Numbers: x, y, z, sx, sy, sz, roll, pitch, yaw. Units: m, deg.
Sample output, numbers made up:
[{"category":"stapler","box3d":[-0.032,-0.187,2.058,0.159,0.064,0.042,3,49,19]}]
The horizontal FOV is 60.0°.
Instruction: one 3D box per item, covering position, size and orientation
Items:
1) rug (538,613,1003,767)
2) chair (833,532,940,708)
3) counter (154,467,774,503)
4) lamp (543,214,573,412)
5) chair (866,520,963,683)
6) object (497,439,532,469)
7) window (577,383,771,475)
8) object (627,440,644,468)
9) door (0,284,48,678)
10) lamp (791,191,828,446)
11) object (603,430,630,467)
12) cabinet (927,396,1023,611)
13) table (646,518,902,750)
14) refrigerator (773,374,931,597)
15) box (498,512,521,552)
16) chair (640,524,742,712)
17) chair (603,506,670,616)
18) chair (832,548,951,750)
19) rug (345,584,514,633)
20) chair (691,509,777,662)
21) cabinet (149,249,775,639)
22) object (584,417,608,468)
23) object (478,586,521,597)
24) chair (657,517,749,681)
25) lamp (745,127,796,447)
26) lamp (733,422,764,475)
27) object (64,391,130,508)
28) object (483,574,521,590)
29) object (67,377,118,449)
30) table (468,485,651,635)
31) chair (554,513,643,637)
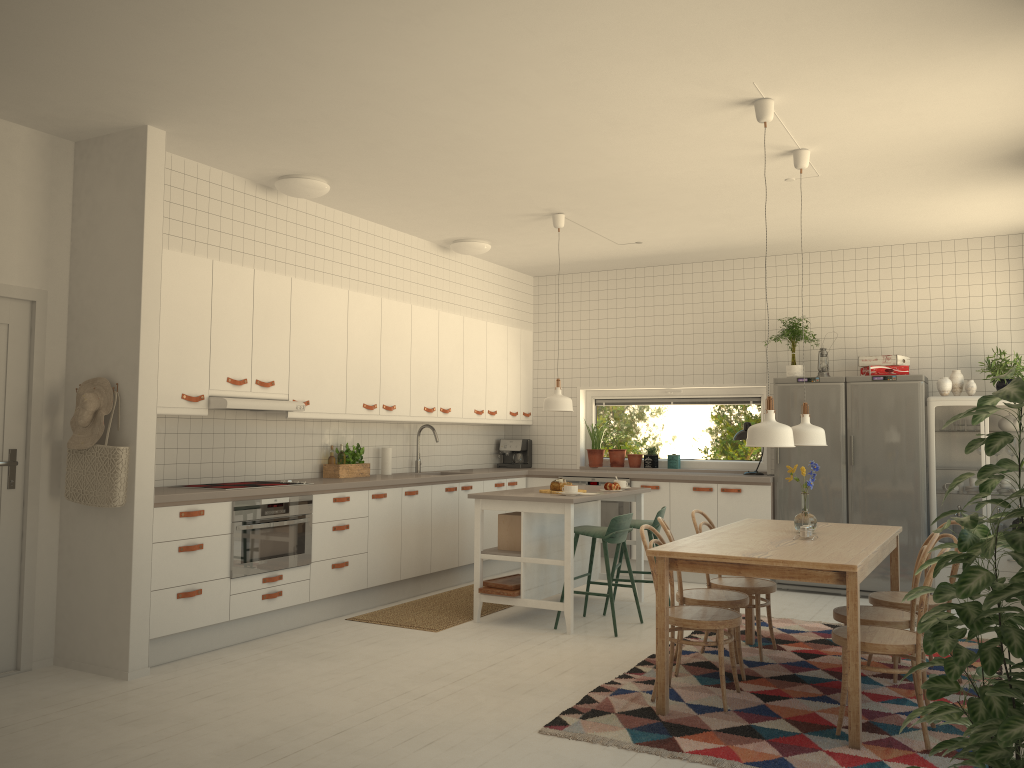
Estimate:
[{"category":"rug","box3d":[1.584,1.539,4.675,1.748,0.035,3.024,-1,-4,29]},{"category":"chair","box3d":[1.807,1.109,4.285,0.483,0.811,0.385,-1,-4,26]},{"category":"counter","box3d":[-0.006,0.786,6.406,2.856,0.163,4.843,-1,-4,29]},{"category":"lamp","box3d":[0.342,-0.544,6.519,0.229,1.491,0.229,-2,-4,30]},{"category":"chair","box3d":[2.158,1.137,4.728,0.483,0.811,0.385,0,-4,2]},{"category":"object","box3d":[0.000,0.704,8.974,0.316,0.292,0.279,-2,-4,30]},{"category":"window","box3d":[1.545,0.428,8.502,1.898,0.816,0.293,-1,-4,29]},{"category":"object","box3d":[1.202,0.678,8.584,0.194,0.277,0.176,1,-4,-4]},{"category":"door","box3d":[-2.827,0.482,4.389,0.166,2.034,0.955,-2,-4,29]},{"category":"lamp","box3d":[1.646,-0.453,5.000,0.229,1.596,0.229,1,-4,-15]},{"category":"object","box3d":[1.037,0.634,8.705,0.258,0.370,0.234,-3,-5,41]},{"category":"cabinet","box3d":[3.662,0.894,6.837,0.789,1.593,0.453,-2,-4,29]},{"category":"table","box3d":[1.426,1.159,4.533,0.894,0.749,1.797,-1,-4,29]},{"category":"refrigerator","box3d":[2.800,0.837,7.311,1.146,1.779,0.559,-1,-4,29]},{"category":"box","box3d":[0.092,1.025,6.199,0.237,0.242,0.357,-2,-4,30]},{"category":"chair","box3d":[0.867,1.102,4.302,0.483,0.811,0.385,-1,-4,26]},{"category":"chair","box3d":[0.914,1.268,6.438,0.446,0.752,0.485,0,-4,14]},{"category":"chair","box3d":[1.629,1.081,3.812,0.483,0.811,0.385,-2,-4,31]},{"category":"rug","box3d":[-0.327,1.652,6.737,0.750,0.004,1.999,-1,-4,29]},{"category":"chair","box3d":[1.306,1.157,5.214,0.483,0.811,0.385,-2,-4,31]},{"category":"cabinet","box3d":[-0.004,0.389,6.433,2.853,2.161,4.843,-1,-4,29]},{"category":"object","box3d":[0.848,0.575,8.797,0.300,0.499,0.333,0,-4,12]},{"category":"object","box3d":[0.001,1.395,6.069,0.280,0.030,0.430,-1,-4,29]},{"category":"chair","box3d":[1.030,1.131,4.785,0.483,0.811,0.385,0,-4,12]},{"category":"lamp","box3d":[1.229,-0.499,4.251,0.229,1.596,0.229,2,-4,-26]},{"category":"lamp","box3d":[2.084,0.568,7.840,0.262,0.466,0.239,3,-4,-32]},{"category":"object","box3d":[-2.193,0.343,4.703,0.439,0.613,0.093,-1,-4,28]},{"category":"object","box3d":[0.023,1.369,6.145,0.280,0.030,0.430,-2,-4,38]},{"category":"object","box3d":[-2.251,0.154,4.706,0.335,0.385,0.136,-1,-4,29]},{"category":"table","box3d":[0.386,1.209,6.436,0.794,0.865,1.423,-1,-4,29]},{"category":"chair","box3d":[0.584,1.236,5.917,0.446,0.752,0.485,-1,-4,29]}]
